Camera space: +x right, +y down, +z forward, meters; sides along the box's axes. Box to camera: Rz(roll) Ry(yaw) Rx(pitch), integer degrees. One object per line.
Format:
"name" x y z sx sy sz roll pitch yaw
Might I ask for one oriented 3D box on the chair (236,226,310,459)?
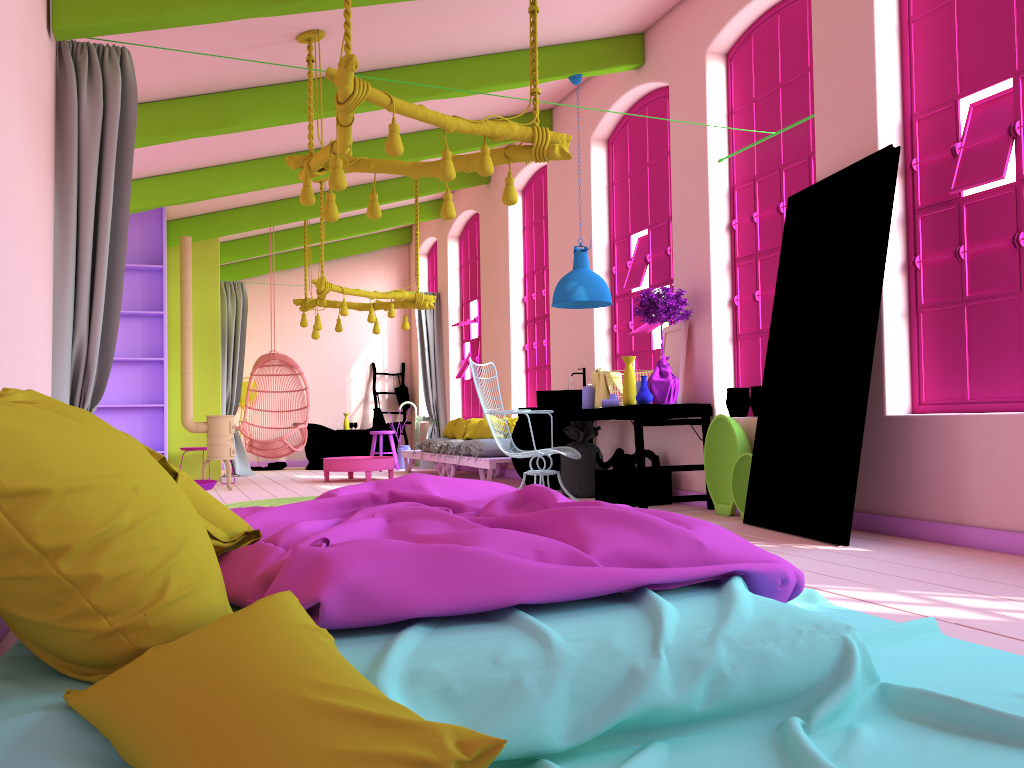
"chair" -2.979 -0.636 11.031 0.860 3.128 0.806 -1 -2 -1

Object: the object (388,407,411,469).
"object" -1.698 0.810 13.664 0.451 0.987 0.277 -2 -2 23

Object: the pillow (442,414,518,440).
"pillow" -0.468 0.571 11.357 0.578 0.399 1.998 0 -2 -21

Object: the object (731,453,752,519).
"object" 1.661 0.703 6.094 0.137 0.462 0.284 0 -2 -36

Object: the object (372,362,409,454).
"object" -2.067 0.501 15.138 0.603 1.764 0.410 0 -2 -21

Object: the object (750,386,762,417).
"object" 1.826 0.127 6.458 0.182 0.222 0.182 1 -3 -39

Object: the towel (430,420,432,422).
"towel" -1.174 0.553 14.232 0.262 0.102 0.247 0 -3 -25

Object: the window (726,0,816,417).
"window" 1.953 -1.276 6.428 0.072 3.046 1.275 0 -2 -21

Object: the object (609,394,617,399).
"object" 0.853 0.144 7.488 0.065 0.118 0.065 -2 -2 28

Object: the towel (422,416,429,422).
"towel" -1.365 0.577 14.733 0.262 0.102 0.247 0 -2 -20

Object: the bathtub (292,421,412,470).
"bathtub" -2.534 0.971 14.155 1.889 0.739 0.826 0 -2 -21

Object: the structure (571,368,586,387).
"structure" 0.629 0.046 8.370 0.166 0.396 0.087 -1 -2 -12

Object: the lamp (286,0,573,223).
"lamp" -0.771 -2.112 5.573 1.611 2.264 1.776 1 -3 -39

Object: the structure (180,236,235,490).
"structure" -3.387 -0.224 9.959 0.577 2.813 0.403 -1 -2 -4

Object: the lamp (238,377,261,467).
"lamp" -4.319 0.621 14.153 0.491 1.466 0.476 -1 -2 9

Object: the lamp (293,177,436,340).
"lamp" -2.067 -1.668 11.003 1.611 2.264 1.776 1 -3 -39

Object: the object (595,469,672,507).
"object" 1.009 0.861 7.418 0.446 0.277 0.522 0 -2 -21

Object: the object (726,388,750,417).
"object" 1.719 0.141 6.736 0.182 0.222 0.182 1 -3 -44

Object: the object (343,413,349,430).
"object" -2.634 0.626 14.097 0.097 0.320 0.097 -1 -2 -10

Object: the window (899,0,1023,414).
"window" 2.651 -1.352 4.653 0.214 3.008 1.514 0 -2 -21

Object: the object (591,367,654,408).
"object" 0.937 0.032 7.739 0.444 0.369 0.633 0 -2 -21

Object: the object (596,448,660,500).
"object" 0.985 0.774 7.568 0.672 0.448 0.300 -3 -3 44

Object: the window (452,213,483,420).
"window" -0.501 -0.961 12.801 0.551 3.008 1.514 0 -2 -21

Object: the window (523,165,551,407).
"window" 0.380 -1.080 10.513 0.072 3.046 1.275 0 -2 -21

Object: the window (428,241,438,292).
"window" -1.188 -0.885 14.581 0.072 3.046 1.275 0 -2 -21

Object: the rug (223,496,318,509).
"rug" -1.529 1.014 7.230 1.889 0.050 1.889 1 -3 -34

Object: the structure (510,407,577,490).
"structure" 0.326 0.662 9.127 0.718 0.844 0.718 -2 -2 36

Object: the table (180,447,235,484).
"table" -3.690 0.988 10.698 0.596 0.458 0.596 -2 -2 16

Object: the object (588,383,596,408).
"object" 0.744 0.109 8.135 0.165 0.250 0.411 -2 -2 14

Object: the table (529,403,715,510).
"table" 0.867 0.604 7.718 0.655 0.820 2.193 0 -2 -21

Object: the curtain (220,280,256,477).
"curtain" -3.956 -0.108 12.525 0.518 2.784 0.525 0 -2 -40

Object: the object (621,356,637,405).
"object" 0.921 -0.024 6.969 0.116 0.382 0.116 -3 -2 43

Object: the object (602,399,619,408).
"object" 0.820 0.165 7.403 0.137 0.076 0.076 -1 -2 -1

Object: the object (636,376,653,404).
"object" 1.011 0.048 6.788 0.132 0.219 0.132 -1 -2 -4

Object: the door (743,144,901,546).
"door" 1.845 -0.197 5.403 0.450 2.210 1.154 -1 -2 -11

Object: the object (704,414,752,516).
"object" 1.609 0.583 6.430 0.218 0.733 0.451 0 -2 -21

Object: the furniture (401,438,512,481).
"furniture" -0.589 0.931 11.209 0.907 0.507 3.777 0 -2 -21

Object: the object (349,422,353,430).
"object" -2.529 0.691 13.958 0.069 0.170 0.069 -1 -2 -2

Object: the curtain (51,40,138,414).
"curtain" -2.170 -0.458 4.540 0.518 2.784 0.525 0 -2 -40

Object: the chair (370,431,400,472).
"chair" -1.945 0.996 13.195 0.446 0.593 0.473 -3 -2 38

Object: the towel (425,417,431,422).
"towel" -1.269 0.565 14.484 0.247 0.102 0.262 0 -3 -30

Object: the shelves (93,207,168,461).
"shelves" -4.404 -0.386 8.780 1.841 3.103 0.385 0 -2 -21

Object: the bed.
"bed" -0.099 0.582 2.913 2.802 0.513 3.578 0 -3 -21

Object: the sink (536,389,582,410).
"sink" 0.466 0.144 8.276 0.340 0.194 0.609 0 -2 -21

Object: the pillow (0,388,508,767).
"pillow" -1.026 0.409 2.286 0.848 0.822 2.618 0 -3 -31

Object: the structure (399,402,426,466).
"structure" -1.597 0.815 14.501 0.451 1.061 0.254 -2 -2 22

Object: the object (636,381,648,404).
"object" 1.039 0.076 7.086 0.109 0.197 0.109 -2 -2 16

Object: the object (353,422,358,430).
"object" -2.495 0.698 14.146 0.069 0.170 0.069 -1 -2 -2

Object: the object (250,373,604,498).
"object" -1.760 0.420 11.275 2.827 1.579 7.868 0 -2 -20

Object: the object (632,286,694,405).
"object" 1.185 -0.305 7.023 0.502 0.950 0.441 -2 -2 29

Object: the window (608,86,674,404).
"window" 1.269 -1.182 8.220 0.492 3.002 1.498 0 -2 -21

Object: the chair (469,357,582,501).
"chair" 0.162 0.400 7.414 0.925 1.238 1.079 -1 -2 14

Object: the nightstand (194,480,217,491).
"nightstand" -1.632 0.674 3.974 0.596 0.458 0.596 -2 -2 16

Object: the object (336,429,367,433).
"object" -2.568 0.760 14.150 0.360 0.068 1.324 0 -3 -21

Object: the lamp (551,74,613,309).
"lamp" 0.584 -1.678 7.659 0.529 2.001 0.529 -1 -2 10

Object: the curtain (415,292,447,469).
"curtain" -1.209 -0.058 13.572 0.518 2.784 0.525 -1 -2 -2

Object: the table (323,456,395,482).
"table" -1.896 1.056 11.008 0.885 0.285 0.886 -1 -2 5

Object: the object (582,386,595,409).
"object" 0.674 0.122 7.825 0.109 0.197 0.109 0 -2 -29
